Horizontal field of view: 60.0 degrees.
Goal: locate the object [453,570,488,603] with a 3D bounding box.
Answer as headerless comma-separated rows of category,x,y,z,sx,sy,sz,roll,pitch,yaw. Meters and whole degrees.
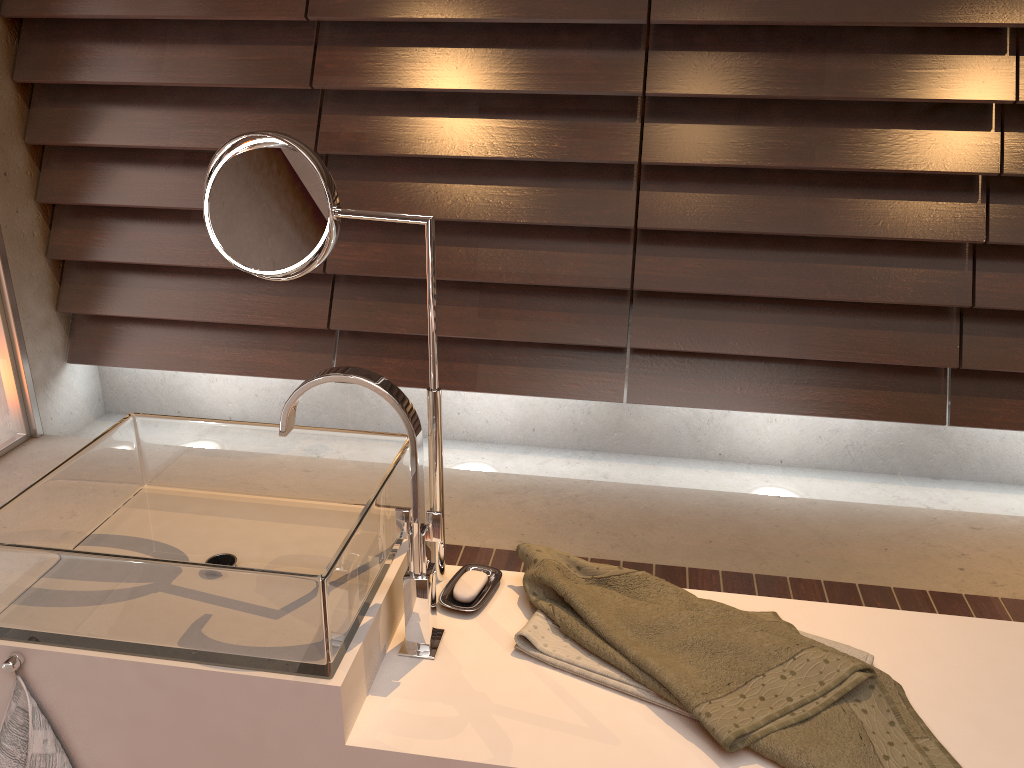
object,-0.056,0.270,1.191,0.035,0.016,0.066,9,23,19

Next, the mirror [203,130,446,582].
mirror,-0.239,-0.027,1.170,0.316,0.589,0.074,5,22,10

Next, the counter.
counter,0.874,0.636,1.052,2.931,0.686,0.350,4,22,8

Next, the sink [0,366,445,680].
sink,-0.321,0.141,1.060,0.486,0.357,0.340,4,22,8

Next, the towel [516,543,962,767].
towel,0.253,0.307,1.065,0.258,0.057,0.571,-17,28,-36

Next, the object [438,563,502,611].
object,-0.055,0.277,1.194,0.065,0.011,0.108,9,24,20

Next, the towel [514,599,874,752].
towel,0.217,0.320,1.072,0.394,0.027,0.202,12,25,27

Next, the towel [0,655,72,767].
towel,-0.562,0.587,1.038,0.252,0.598,0.121,-2,22,-7

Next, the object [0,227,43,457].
object,-1.726,-0.572,2.222,0.090,2.000,1.007,4,22,8
